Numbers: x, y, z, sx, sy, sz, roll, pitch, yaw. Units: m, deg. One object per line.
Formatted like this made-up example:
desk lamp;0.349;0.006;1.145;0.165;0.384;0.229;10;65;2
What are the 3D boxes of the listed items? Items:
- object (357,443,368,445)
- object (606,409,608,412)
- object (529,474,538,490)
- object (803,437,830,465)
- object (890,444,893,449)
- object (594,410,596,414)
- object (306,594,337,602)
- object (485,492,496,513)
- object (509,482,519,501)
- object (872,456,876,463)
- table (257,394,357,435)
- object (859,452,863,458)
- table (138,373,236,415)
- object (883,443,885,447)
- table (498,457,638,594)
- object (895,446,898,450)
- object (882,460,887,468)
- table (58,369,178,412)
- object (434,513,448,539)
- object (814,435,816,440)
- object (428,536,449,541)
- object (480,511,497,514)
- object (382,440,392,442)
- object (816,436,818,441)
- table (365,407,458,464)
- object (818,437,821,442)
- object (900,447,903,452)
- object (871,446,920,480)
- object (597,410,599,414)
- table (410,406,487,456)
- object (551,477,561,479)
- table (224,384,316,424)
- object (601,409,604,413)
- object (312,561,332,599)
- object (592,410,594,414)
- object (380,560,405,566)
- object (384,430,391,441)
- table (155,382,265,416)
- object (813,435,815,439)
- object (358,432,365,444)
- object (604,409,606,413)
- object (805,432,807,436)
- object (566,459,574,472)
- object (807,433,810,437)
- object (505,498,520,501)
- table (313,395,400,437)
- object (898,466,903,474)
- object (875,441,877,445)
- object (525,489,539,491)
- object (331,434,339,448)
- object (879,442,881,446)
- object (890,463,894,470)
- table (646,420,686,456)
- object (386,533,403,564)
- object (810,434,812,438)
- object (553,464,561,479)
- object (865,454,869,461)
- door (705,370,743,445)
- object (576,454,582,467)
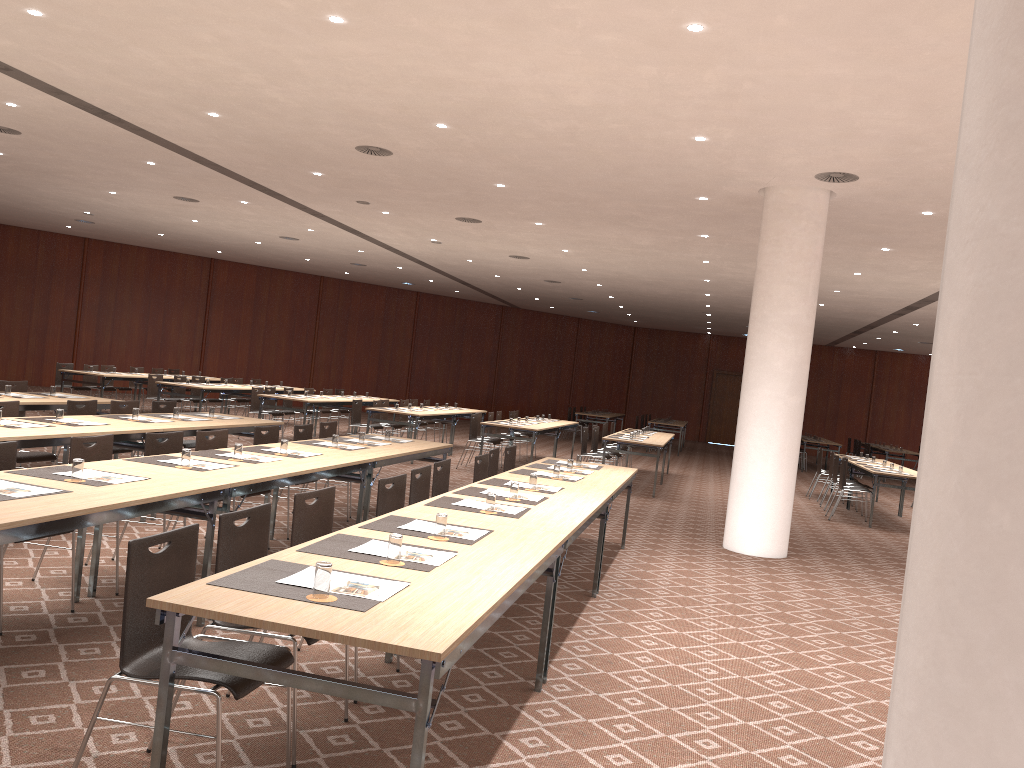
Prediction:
object;-1.426;0.571;8.437;0.102;0.001;0.102;6;0;1
object;3.014;0.843;28.086;0.054;0.114;0.054;6;1;-44
object;0.154;0.709;6.426;0.054;0.114;0.054;6;1;-21
object;8.752;1.986;26.277;0.953;0.833;2.267;7;1;13
object;10.310;1.701;24.097;0.054;0.114;0.054;6;1;-44
object;2.363;0.794;25.232;0.054;0.114;0.054;6;1;-21
object;-0.630;0.709;2.938;0.102;0.001;0.102;6;1;-21
object;-0.124;0.689;5.160;0.054;0.114;0.054;6;1;-21
object;0.014;0.699;5.785;0.054;0.114;0.054;6;1;-21
object;6.333;1.327;15.531;0.054;0.114;0.054;6;1;-44
table;-3.730;0.664;16.305;0.953;0.833;2.267;7;1;13
object;6.611;1.348;16.783;0.054;0.114;0.054;6;1;-44
table;-7.106;0.256;19.398;0.953;0.833;2.267;7;1;13
object;10.515;1.716;25.054;0.054;0.114;0.054;6;1;-21
table;0.542;1.218;8.162;0.953;0.833;2.267;7;1;13
object;10.173;1.691;23.466;0.054;0.114;0.054;6;1;-44
object;6.121;1.312;14.570;0.054;0.114;0.054;6;1;-21
table;-7.606;0.219;17.183;0.953;0.833;2.267;7;1;13
object;-0.338;0.673;4.212;0.054;0.114;0.054;6;1;-44
object;8.380;1.479;24.536;0.054;0.114;0.054;6;1;-44
object;-0.348;0.730;4.195;0.102;0.001;0.102;6;1;-21
object;-0.136;0.745;5.151;0.102;0.001;0.102;6;1;-21
object;-1.280;0.582;9.060;0.102;0.001;0.102;6;0;1
object;8.220;1.467;23.910;0.054;0.114;0.054;6;1;-44
table;-1.792;0.887;15.866;0.953;0.833;2.267;7;1;13
object;8.080;1.457;23.281;0.054;0.114;0.054;6;1;-44
object;10.027;1.680;22.835;0.054;0.114;0.054;6;1;-44
object;10.190;2.172;23.623;0.953;0.833;2.267;7;1;13
object;2.510;0.805;25.868;0.054;0.114;0.054;6;1;-21
table;-1.292;0.924;18.080;0.953;0.833;2.267;7;1;13
object;0.370;0.783;7.355;0.102;0.001;0.102;6;1;-21
table;-5.168;0.479;18.958;0.953;0.833;2.267;7;1;13
object;2.738;0.823;26.814;0.054;0.114;0.054;6;1;-44
object;-0.630;0.651;2.949;0.054;0.114;0.054;6;1;-21
object;2.239;0.786;24.601;0.054;0.114;0.054;6;1;-21
object;-0.482;0.720;3.568;0.102;0.001;0.102;6;1;-21
object;-1.271;0.525;9.073;0.054;0.114;0.054;6;1;-21
table;-5.668;0.442;16.744;0.953;0.833;2.267;7;1;13
object;8.367;1.478;24.539;0.054;0.114;0.054;6;1;-44
object;-1.428;0.513;8.436;0.054;0.114;0.054;6;1;-44
object;2.874;0.833;27.443;0.054;0.114;0.054;6;1;-44
object;8.867;1.515;26.745;0.054;0.114;0.054;6;1;-21
object;0.525;0.737;8.005;0.054;0.114;0.054;6;1;-21
object;8.732;1.505;26.111;0.054;0.114;0.054;6;1;-21
object;0.004;0.756;5.794;0.102;0.001;0.102;6;1;-21
table;-3.230;0.701;18.519;0.953;0.833;2.267;7;1;13
object;5.829;1.290;13.302;0.054;0.114;0.054;6;1;-21
object;10.805;1.738;26.318;0.054;0.114;0.054;6;1;-21
object;0.144;0.766;6.410;0.102;0.001;0.102;6;1;-21
object;-1.558;0.504;7.814;0.054;0.114;0.054;6;1;-44
object;10.661;1.727;25.678;0.054;0.114;0.054;6;1;-21
object;5.973;1.300;13.947;0.054;0.114;0.054;6;1;-21
table;4.334;1.499;24.950;0.953;0.833;2.267;7;1;13
object;-0.473;0.664;3.575;0.054;0.114;0.054;6;1;-44
object;8.596;1.496;25.486;0.054;0.114;0.054;6;1;-21
object;0.371;0.726;7.365;0.054;0.114;0.054;6;1;-21
object;6.471;1.337;16.162;0.054;0.114;0.054;6;1;-44
door;8.483;0.962;32.514;2.422;2.700;0.200;7;1;13
object;0.654;0.746;8.643;0.054;0.114;0.054;6;1;-21
